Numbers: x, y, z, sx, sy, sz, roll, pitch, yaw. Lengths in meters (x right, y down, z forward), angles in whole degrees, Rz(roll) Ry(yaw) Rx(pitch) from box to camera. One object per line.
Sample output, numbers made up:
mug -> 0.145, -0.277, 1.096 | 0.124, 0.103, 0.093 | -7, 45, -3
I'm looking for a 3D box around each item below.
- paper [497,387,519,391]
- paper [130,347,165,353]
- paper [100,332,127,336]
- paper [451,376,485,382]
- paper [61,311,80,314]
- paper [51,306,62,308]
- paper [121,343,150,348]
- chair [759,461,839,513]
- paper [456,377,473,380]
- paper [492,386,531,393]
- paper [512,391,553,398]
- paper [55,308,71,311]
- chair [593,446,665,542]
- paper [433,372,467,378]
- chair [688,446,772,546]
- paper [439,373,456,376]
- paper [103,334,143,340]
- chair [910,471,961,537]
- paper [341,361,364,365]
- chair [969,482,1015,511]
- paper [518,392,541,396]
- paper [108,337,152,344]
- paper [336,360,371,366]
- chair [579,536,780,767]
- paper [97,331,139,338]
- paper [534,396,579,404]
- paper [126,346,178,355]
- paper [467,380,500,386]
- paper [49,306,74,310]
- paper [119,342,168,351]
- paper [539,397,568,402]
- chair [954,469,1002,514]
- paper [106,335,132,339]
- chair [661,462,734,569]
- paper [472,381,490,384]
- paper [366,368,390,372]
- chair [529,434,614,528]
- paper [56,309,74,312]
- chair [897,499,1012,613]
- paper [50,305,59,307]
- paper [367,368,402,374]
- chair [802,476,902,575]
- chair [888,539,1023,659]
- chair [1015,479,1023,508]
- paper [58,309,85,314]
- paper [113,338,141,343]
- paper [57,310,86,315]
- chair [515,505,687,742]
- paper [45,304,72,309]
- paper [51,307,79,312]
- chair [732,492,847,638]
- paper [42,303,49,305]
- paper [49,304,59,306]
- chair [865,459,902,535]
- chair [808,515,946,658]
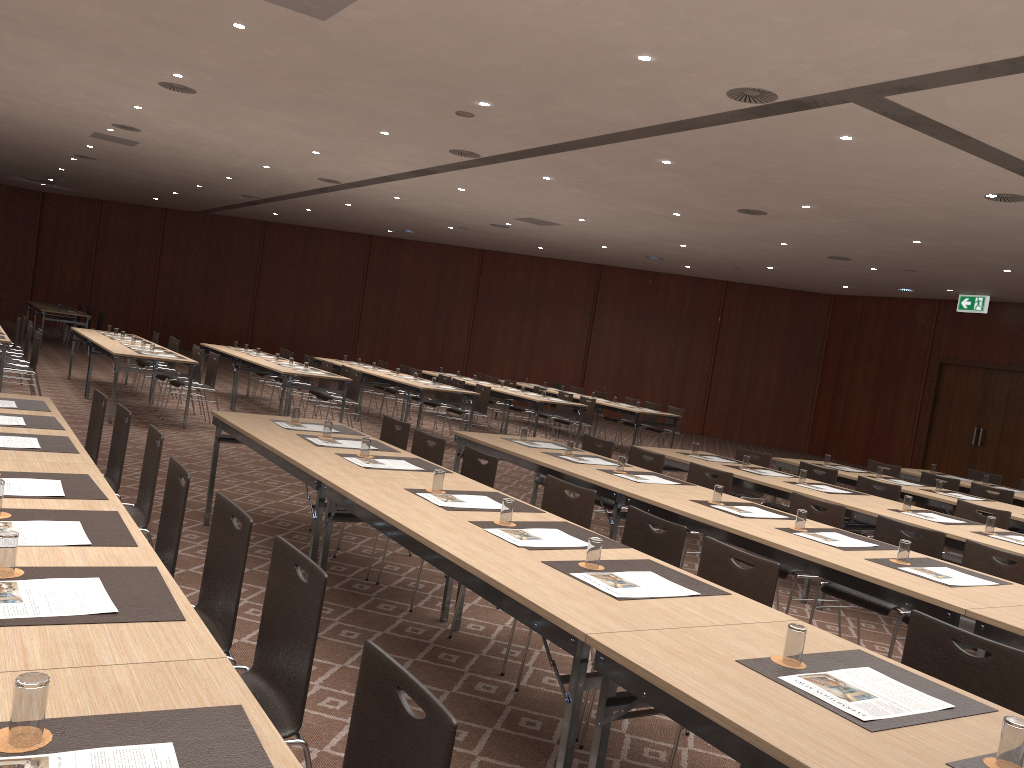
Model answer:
paper -> -0.033, 0.091, 15.238 | 0.398, 0.006, 0.283 | 7, 3, -34
paper -> -4.714, -0.440, 11.480 | 0.398, 0.006, 0.283 | 7, 3, -29
paper -> -6.259, -0.790, 13.912 | 0.398, 0.006, 0.283 | 7, 3, -33
paper -> -0.851, -0.099, 16.717 | 0.566, 0.003, 0.460 | 7, 3, -34
paper -> -9.646, -1.563, 19.358 | 0.398, 0.006, 0.283 | 7, 3, -34
paper -> -10.858, -1.837, 21.249 | 0.398, 0.006, 0.283 | 7, 3, -33
paper -> -5.055, -0.516, 12.000 | 0.398, 0.006, 0.283 | 7, 3, -34
chair -> 2.658, 1.207, 8.215 | 0.614, 0.940, 0.535 | 7, 4, -32
paper -> -0.885, -0.103, 16.613 | 0.398, 0.006, 0.283 | 7, 3, -34
paper -> -0.006, 0.095, 15.325 | 0.566, 0.003, 0.460 | 7, 3, -32
paper -> 0.341, 0.175, 14.767 | 0.566, 0.003, 0.460 | 7, 3, -33
paper -> -10.373, -1.724, 20.427 | 0.398, 0.006, 0.283 | 7, 3, -34
chair -> 0.903, 0.989, 7.201 | 0.614, 0.940, 0.535 | 7, 4, -32
paper -> -1.207, -0.177, 17.213 | 0.566, 0.003, 0.460 | 7, 3, -35
chair -> 2.228, 1.113, 8.832 | 0.614, 0.940, 0.535 | 6, 4, -35
paper -> -1.237, -0.184, 17.188 | 0.398, 0.006, 0.283 | 7, 3, -30
paper -> -5.887, -0.708, 13.452 | 0.566, 0.003, 0.460 | 7, 3, -33
chair -> 4.306, 1.407, 9.268 | 0.614, 0.940, 0.535 | 7, 4, -33
paper -> -2.890, -0.382, 16.080 | 0.398, 0.006, 0.283 | 7, 3, -32
chair -> 4.620, 1.476, 8.835 | 0.614, 0.940, 0.535 | 7, 4, -34
paper -> 0.297, 0.166, 14.714 | 0.398, 0.006, 0.283 | 7, 3, -32
paper -> -5.532, -0.627, 12.879 | 0.566, 0.003, 0.460 | 7, 3, -32
paper -> -2.900, -0.384, 16.175 | 0.566, 0.003, 0.460 | 7, 3, -31
chair -> 0.744, 1.135, 3.640 | 0.614, 0.940, 0.535 | 7, 4, -30
paper -> -6.224, -0.785, 14.004 | 0.566, 0.003, 0.460 | 7, 3, -33
paper -> 0.709, 0.255, 14.243 | 0.566, 0.003, 0.460 | 7, 3, -34
paper -> -4.679, -0.433, 11.525 | 0.566, 0.003, 0.460 | 7, 3, -33
paper -> -0.537, -0.024, 16.147 | 0.566, 0.003, 0.460 | 7, 3, -30
paper -> -10.839, -1.834, 21.323 | 0.566, 0.003, 0.460 | 7, 3, -32
paper -> -5.020, -0.511, 12.081 | 0.566, 0.003, 0.460 | 7, 3, -32
paper -> 0.662, 0.248, 14.175 | 0.398, 0.006, 0.283 | 7, 3, -33
chair -> 5.633, 1.531, 10.897 | 0.614, 0.940, 0.535 | 7, 4, -30
paper -> -5.908, -0.711, 13.366 | 0.398, 0.006, 0.283 | 7, 3, -33
chair -> 1.304, 1.077, 6.629 | 0.614, 0.940, 0.535 | 6, 4, -35
paper -> -0.554, -0.028, 16.079 | 0.398, 0.006, 0.283 | 7, 3, -33
paper -> -2.229, -0.229, 14.981 | 0.398, 0.006, 0.283 | 7, 3, -33
chair -> 0.551, 0.913, 7.680 | 0.614, 0.940, 0.535 | 7, 4, -32
paper -> -10.000, -1.642, 19.885 | 0.398, 0.006, 0.283 | 7, 3, -34
chair -> 3.492, 1.397, 6.890 | 0.614, 0.940, 0.535 | 7, 4, -32
paper -> -11.213, -1.917, 21.797 | 0.398, 0.006, 0.283 | 7, 3, -33
paper -> -2.191, -0.224, 15.068 | 0.566, 0.003, 0.460 | 7, 3, -33
chair -> 2.981, 1.284, 7.637 | 0.614, 0.940, 0.535 | 7, 4, -32
chair -> 2.452, 1.341, 4.742 | 0.614, 0.940, 0.535 | 7, 4, -31
chair -> 5.995, 1.610, 10.388 | 0.614, 0.940, 0.535 | 7, 4, -31
paper -> -9.953, -1.634, 19.960 | 0.566, 0.003, 0.460 | 7, 3, -35
paper -> -5.536, -0.628, 12.818 | 0.398, 0.006, 0.283 | 7, 3, -35
paper -> -9.623, -1.558, 19.408 | 0.566, 0.003, 0.460 | 7, 3, -34
chair -> 0.474, 1.069, 4.147 | 0.614, 0.940, 0.535 | 7, 4, -30
paper -> -11.193, -1.913, 21.871 | 0.566, 0.003, 0.460 | 7, 3, -31
paper -> -10.340, -1.719, 20.508 | 0.566, 0.003, 0.460 | 7, 3, -31
chair -> 1.789, 1.194, 5.716 | 0.614, 0.940, 0.535 | 7, 4, -31
paper -> -11.552, -1.994, 22.413 | 0.566, 0.003, 0.460 | 7, 3, -31
paper -> -11.545, -1.993, 22.341 | 0.398, 0.006, 0.283 | 7, 3, -31
chair -> 3.964, 1.326, 9.877 | 0.614, 0.940, 0.535 | 7, 4, -30
chair -> 2.166, 1.276, 5.197 | 0.614, 0.940, 0.535 | 6, 4, -35
